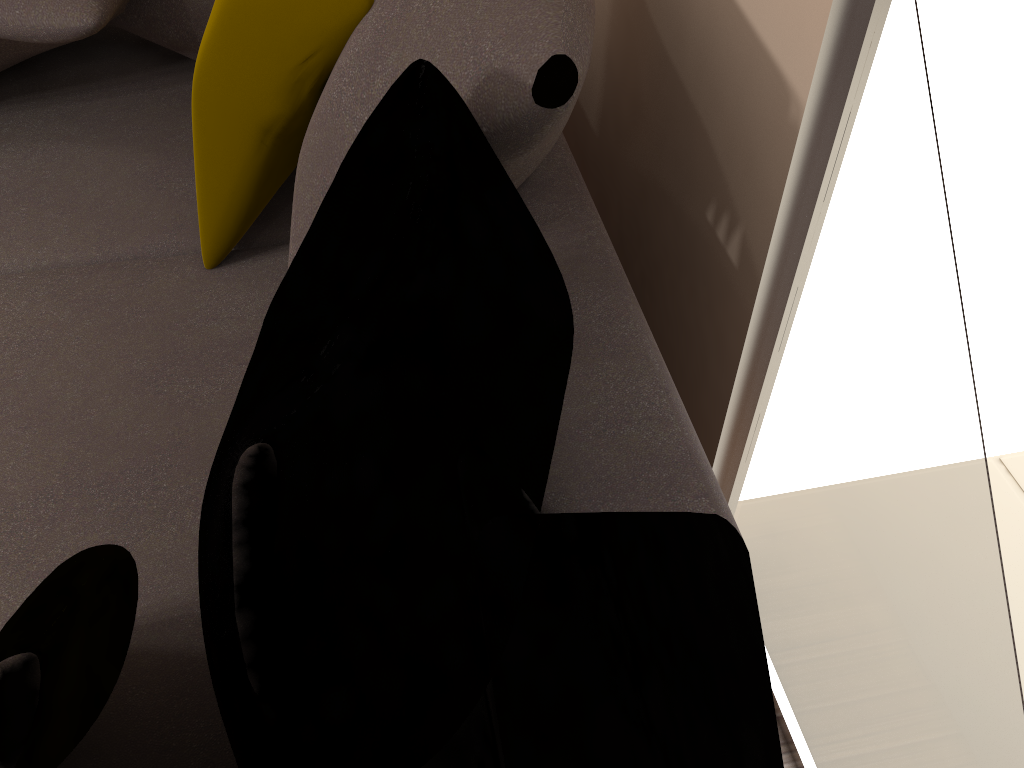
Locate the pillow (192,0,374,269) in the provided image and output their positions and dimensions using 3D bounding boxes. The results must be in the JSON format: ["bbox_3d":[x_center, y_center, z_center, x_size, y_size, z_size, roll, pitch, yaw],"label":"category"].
[{"bbox_3d":[-0.385,-0.551,1.512,0.335,0.486,0.631,-7,47,-5],"label":"pillow"}]

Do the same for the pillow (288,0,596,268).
[{"bbox_3d":[-0.104,-0.401,1.317,0.431,0.576,0.787,3,47,3],"label":"pillow"}]

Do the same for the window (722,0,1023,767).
[{"bbox_3d":[0.573,0.202,0.175,0.020,2.419,1.983,-9,48,-7],"label":"window"}]

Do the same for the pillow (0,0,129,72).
[{"bbox_3d":[-0.985,-0.740,1.676,0.645,0.415,0.792,-5,47,-4],"label":"pillow"}]

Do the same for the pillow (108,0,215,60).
[{"bbox_3d":[-0.649,-1.013,1.774,0.806,0.578,0.483,26,52,22],"label":"pillow"}]

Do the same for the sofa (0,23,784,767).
[{"bbox_3d":[-0.764,0.305,1.238,1.906,0.776,3.565,-9,48,-7],"label":"sofa"}]

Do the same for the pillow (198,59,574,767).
[{"bbox_3d":[-0.076,0.143,0.787,0.459,0.590,0.783,-13,48,-11],"label":"pillow"}]

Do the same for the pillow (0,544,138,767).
[{"bbox_3d":[-0.298,0.333,0.652,0.382,0.492,0.658,-17,49,-14],"label":"pillow"}]
